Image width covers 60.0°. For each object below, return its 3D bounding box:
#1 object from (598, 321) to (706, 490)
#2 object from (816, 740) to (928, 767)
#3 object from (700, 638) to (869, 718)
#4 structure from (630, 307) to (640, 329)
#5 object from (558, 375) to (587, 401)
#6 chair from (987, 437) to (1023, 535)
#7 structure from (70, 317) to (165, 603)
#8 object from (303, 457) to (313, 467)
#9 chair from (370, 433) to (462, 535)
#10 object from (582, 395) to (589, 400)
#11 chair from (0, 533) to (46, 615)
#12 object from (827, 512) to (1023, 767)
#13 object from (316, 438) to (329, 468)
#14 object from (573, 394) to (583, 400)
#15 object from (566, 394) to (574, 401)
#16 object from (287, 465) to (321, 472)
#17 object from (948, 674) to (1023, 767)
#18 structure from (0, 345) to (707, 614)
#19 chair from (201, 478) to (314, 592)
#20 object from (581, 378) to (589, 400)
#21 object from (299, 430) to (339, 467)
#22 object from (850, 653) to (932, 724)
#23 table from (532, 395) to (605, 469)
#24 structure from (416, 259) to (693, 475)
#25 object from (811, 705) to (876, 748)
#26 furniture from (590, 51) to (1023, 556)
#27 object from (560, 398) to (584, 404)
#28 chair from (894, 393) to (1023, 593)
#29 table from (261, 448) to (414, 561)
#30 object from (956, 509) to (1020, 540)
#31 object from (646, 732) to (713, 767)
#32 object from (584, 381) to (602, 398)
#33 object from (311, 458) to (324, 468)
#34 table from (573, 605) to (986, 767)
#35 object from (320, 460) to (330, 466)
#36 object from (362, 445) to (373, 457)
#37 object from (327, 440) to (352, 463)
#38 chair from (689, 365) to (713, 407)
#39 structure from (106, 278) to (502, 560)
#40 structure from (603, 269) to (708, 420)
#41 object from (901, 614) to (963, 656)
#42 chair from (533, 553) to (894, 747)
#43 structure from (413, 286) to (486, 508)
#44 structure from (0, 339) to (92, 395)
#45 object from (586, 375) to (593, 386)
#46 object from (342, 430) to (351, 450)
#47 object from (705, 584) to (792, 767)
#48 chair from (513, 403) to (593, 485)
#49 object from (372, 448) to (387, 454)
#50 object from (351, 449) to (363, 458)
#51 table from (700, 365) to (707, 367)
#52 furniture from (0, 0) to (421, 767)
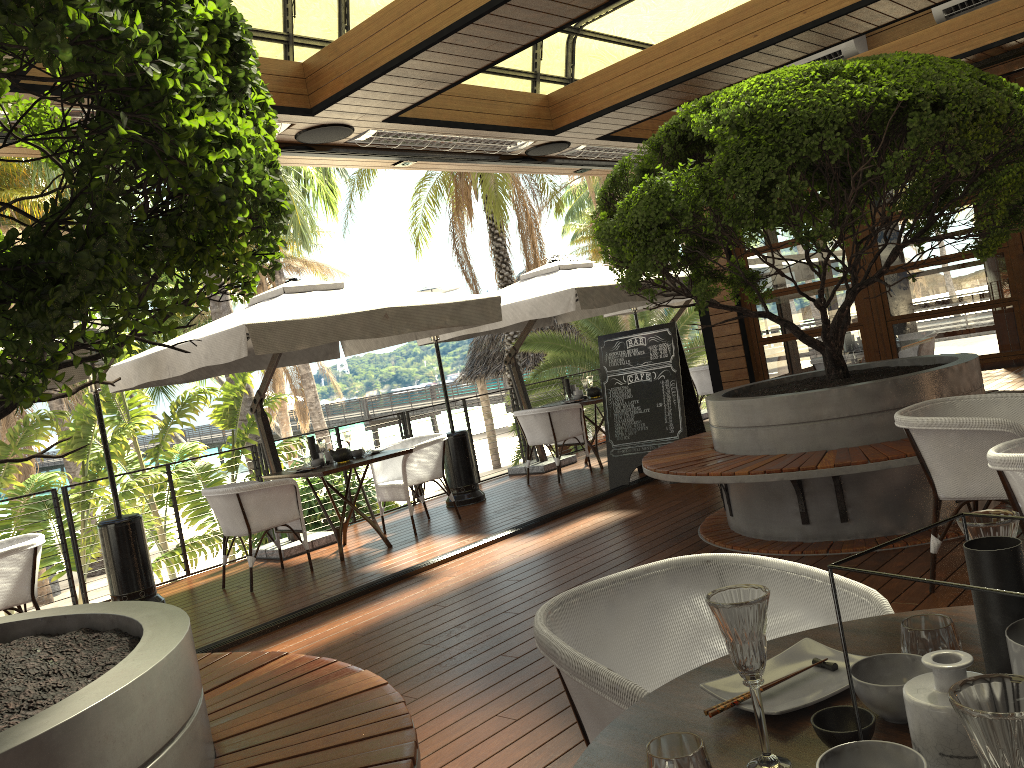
[{"bbox_3d":[1.271,0.177,8.179,0.767,1.397,0.773,-10,1,29],"label":"object"},{"bbox_3d":[0.401,0.451,0.978,0.116,0.065,0.116,-11,1,-25],"label":"object"},{"bbox_3d":[0.412,0.459,1.354,0.295,0.025,0.170,-11,2,-28],"label":"object"},{"bbox_3d":[1.664,-0.392,11.296,0.698,2.192,0.700,-10,1,32],"label":"structure"},{"bbox_3d":[0.682,0.050,9.957,0.263,0.264,0.263,-11,1,-1],"label":"object"},{"bbox_3d":[1.844,0.531,2.639,0.618,0.788,0.626,-11,1,-40],"label":"chair"},{"bbox_3d":[-2.937,0.601,6.469,0.698,2.192,0.700,-10,1,32],"label":"structure"},{"bbox_3d":[-1.679,0.653,7.323,0.087,0.086,0.086,-11,1,-41],"label":"object"},{"bbox_3d":[-0.851,0.888,7.949,0.618,0.788,0.626,-11,1,-45],"label":"chair"},{"bbox_3d":[0.798,0.150,9.618,0.080,0.042,0.080,-10,2,36],"label":"object"},{"bbox_3d":[-3.187,1.392,5.498,0.618,0.788,0.626,-11,1,-45],"label":"chair"},{"bbox_3d":[0.579,0.317,1.018,0.264,0.264,0.263,-11,1,-28],"label":"object"},{"bbox_3d":[-1.513,0.554,7.114,0.082,0.227,0.082,-10,1,33],"label":"object"},{"bbox_3d":[0.726,0.150,9.686,0.116,0.065,0.116,-12,2,-42],"label":"object"},{"bbox_3d":[0.632,0.155,9.747,0.087,0.086,0.086,-11,1,-41],"label":"object"},{"bbox_3d":[-1.655,0.686,7.116,0.294,0.025,0.170,-9,2,44],"label":"object"},{"bbox_3d":[0.428,0.368,0.738,0.082,0.227,0.082,-11,1,-34],"label":"object"},{"bbox_3d":[-5.242,1.765,5.093,0.163,1.153,26.317,-10,1,44],"label":"structure"},{"bbox_3d":[-1.970,1.128,6.810,0.618,0.788,0.626,-11,1,-45],"label":"chair"},{"bbox_3d":[0.798,0.055,9.538,0.082,0.227,0.082,-11,1,-45],"label":"object"},{"bbox_3d":[-1.629,0.549,7.533,0.263,0.264,0.263,-11,1,-1],"label":"object"},{"bbox_3d":[0.527,0.421,1.213,0.116,0.065,0.116,-11,1,-2],"label":"object"},{"bbox_3d":[0.928,0.521,9.854,0.930,0.749,0.933,-9,2,44],"label":"table"},{"bbox_3d":[0.689,-0.235,9.861,2.409,2.332,2.418,-10,1,44],"label":"structure"},{"bbox_3d":[0.431,0.453,1.147,0.080,0.042,0.080,-11,2,-30],"label":"object"},{"bbox_3d":[1.924,-0.524,5.464,2.568,2.722,2.721,-10,1,9],"label":"furniture"},{"bbox_3d":[0.656,0.188,9.540,0.294,0.025,0.170,-9,2,44],"label":"object"},{"bbox_3d":[2.060,0.459,3.798,0.628,0.788,0.616,-11,1,-40],"label":"chair"},{"bbox_3d":[-1.388,1.021,7.425,0.930,0.749,0.933,-9,2,44],"label":"table"},{"bbox_3d":[0.704,0.301,1.275,0.082,0.227,0.082,-11,1,-34],"label":"object"},{"bbox_3d":[0.203,0.475,1.064,0.086,0.086,0.087,-10,1,22],"label":"object"},{"bbox_3d":[0.901,0.057,9.749,0.167,0.179,0.163,-10,1,42],"label":"object"},{"bbox_3d":[-1.585,0.649,7.261,0.116,0.065,0.116,-9,2,43],"label":"object"},{"bbox_3d":[0.685,0.811,1.024,1.164,0.749,1.168,-10,1,24],"label":"table"},{"bbox_3d":[-1.513,0.649,7.194,0.080,0.042,0.080,-10,1,6],"label":"object"},{"bbox_3d":[-1.218,0.564,7.450,0.087,0.086,0.086,-11,1,-41],"label":"object"},{"bbox_3d":[-1.410,0.556,7.322,0.168,0.179,0.163,-12,1,-44],"label":"object"},{"bbox_3d":[2.710,0.119,11.719,0.618,0.788,0.626,-11,1,-45],"label":"chair"},{"bbox_3d":[-1.620,0.263,7.439,2.409,2.332,2.418,-10,1,44],"label":"structure"},{"bbox_3d":[2.998,-0.733,12.284,2.409,2.332,2.418,-10,1,44],"label":"structure"},{"bbox_3d":[0.617,0.391,1.302,0.086,0.086,0.086,-10,1,17],"label":"object"},{"bbox_3d":[0.436,0.817,1.818,0.628,0.788,0.616,-11,1,-25],"label":"chair"},{"bbox_3d":[-0.660,0.110,8.858,0.698,2.192,0.700,-10,1,32],"label":"structure"},{"bbox_3d":[-3.929,0.761,5.017,2.409,2.332,2.418,-10,1,44],"label":"structure"},{"bbox_3d":[0.903,0.021,10.085,0.082,0.227,0.082,-11,1,-45],"label":"object"},{"bbox_3d":[-1.408,0.519,7.660,0.082,0.227,0.082,-11,1,-45],"label":"object"},{"bbox_3d":[0.308,0.379,1.134,0.082,0.227,0.082,-11,1,-27],"label":"object"},{"bbox_3d":[0.415,0.614,9.312,0.618,0.788,0.626,-11,1,-45],"label":"chair"},{"bbox_3d":[-1.228,0.591,7.661,0.294,0.025,0.170,-9,2,44],"label":"object"},{"bbox_3d":[-1.306,0.590,7.515,0.116,0.065,0.116,-9,2,43],"label":"object"},{"bbox_3d":[3.243,0.022,12.283,0.930,0.749,0.933,-9,2,44],"label":"table"},{"bbox_3d":[-1.669,0.249,1.795,2.612,2.722,2.699,-10,1,35],"label":"furniture"}]
